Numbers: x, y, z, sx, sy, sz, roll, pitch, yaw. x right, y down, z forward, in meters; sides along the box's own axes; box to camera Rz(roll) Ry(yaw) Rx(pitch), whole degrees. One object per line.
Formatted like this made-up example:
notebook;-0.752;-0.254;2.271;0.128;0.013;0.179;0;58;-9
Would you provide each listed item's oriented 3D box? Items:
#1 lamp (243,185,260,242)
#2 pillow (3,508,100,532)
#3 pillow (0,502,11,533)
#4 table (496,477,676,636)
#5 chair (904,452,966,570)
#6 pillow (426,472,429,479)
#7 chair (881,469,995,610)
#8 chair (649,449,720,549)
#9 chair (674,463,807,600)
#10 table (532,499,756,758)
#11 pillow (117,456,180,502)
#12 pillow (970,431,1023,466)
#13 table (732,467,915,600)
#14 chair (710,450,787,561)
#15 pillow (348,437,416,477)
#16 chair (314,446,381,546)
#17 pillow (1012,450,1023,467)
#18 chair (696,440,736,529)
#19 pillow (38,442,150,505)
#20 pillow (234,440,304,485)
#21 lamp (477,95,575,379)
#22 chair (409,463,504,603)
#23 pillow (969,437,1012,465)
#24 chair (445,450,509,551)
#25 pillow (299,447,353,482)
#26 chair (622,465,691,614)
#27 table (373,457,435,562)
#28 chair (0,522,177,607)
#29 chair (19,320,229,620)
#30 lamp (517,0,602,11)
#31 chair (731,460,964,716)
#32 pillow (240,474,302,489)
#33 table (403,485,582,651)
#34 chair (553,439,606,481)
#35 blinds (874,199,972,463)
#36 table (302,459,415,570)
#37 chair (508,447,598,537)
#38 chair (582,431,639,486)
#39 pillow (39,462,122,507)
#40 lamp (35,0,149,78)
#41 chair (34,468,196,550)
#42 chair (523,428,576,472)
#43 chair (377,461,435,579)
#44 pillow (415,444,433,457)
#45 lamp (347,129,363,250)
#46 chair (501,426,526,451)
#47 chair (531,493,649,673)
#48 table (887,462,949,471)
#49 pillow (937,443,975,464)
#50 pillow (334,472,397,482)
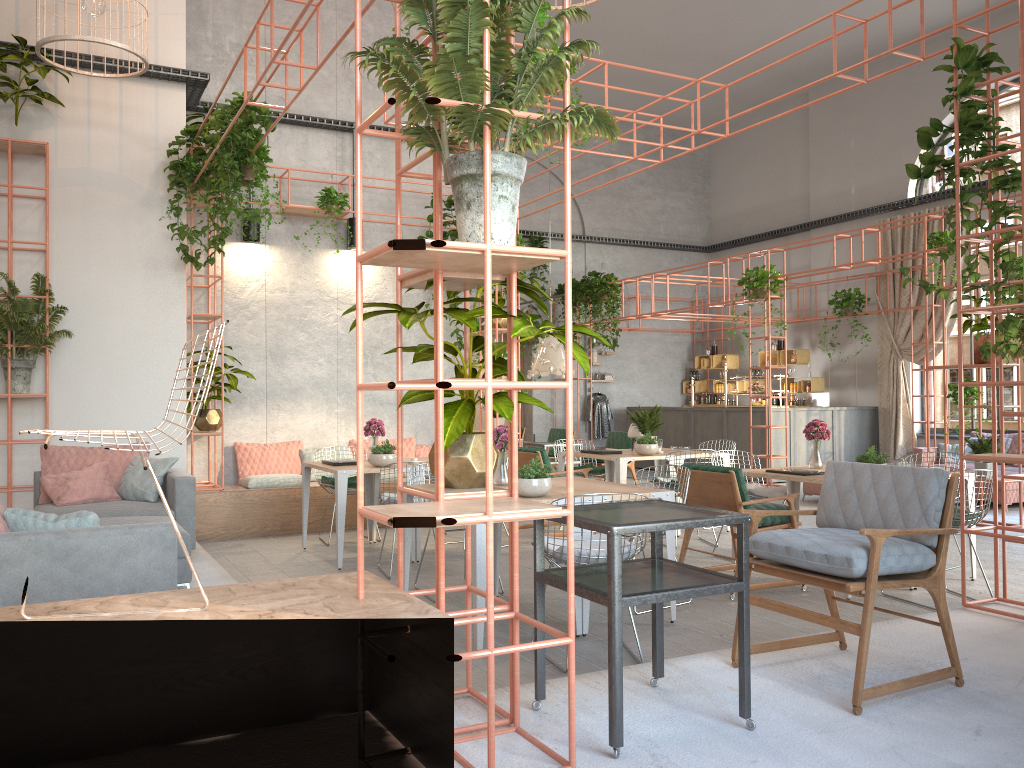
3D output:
lamp;-2.944;-2.329;10.024;0.179;1.425;0.185;0;-1;-27
pillow;-2.167;0.750;4.282;0.499;0.324;0.307;-1;-1;8
pillow;-2.542;0.704;4.355;0.289;0.385;0.666;0;-1;-27
table;0.449;1.100;5.967;0.694;0.830;1.214;0;-1;-27
chair;3.435;1.056;7.474;0.717;0.941;0.565;0;-1;-31
pillow;-0.764;1.065;10.629;0.637;0.149;0.491;0;-1;-26
chair;2.978;1.040;6.189;0.565;0.941;0.717;0;-1;-11
chair;1.687;1.088;8.655;0.565;0.941;0.717;0;-1;-11
chair;1.688;1.061;6.661;0.685;0.917;0.722;0;-1;-27
table;0.488;0.890;3.411;0.635;0.798;0.602;0;-1;-27
pillow;-2.978;0.768;7.163;0.495;0.349;0.308;-1;-1;22
pillow;7.042;0.941;12.977;0.276;0.474;0.839;0;-1;-27
table;2.381;1.113;6.903;0.694;0.830;1.205;0;-1;-27
chair;2.120;1.072;7.835;0.565;0.941;0.717;0;-1;-26
pillow;-1.571;0.884;10.644;0.839;0.474;0.276;0;-1;-7
chair;-1.680;1.119;9.008;0.565;0.941;0.717;0;-1;-26
pillow;7.155;0.994;12.148;0.479;0.317;0.441;-1;-1;44
chair;2.145;1.105;9.940;0.717;0.941;0.565;0;-1;-31
pillow;-3.421;0.727;7.298;0.836;0.476;0.273;0;-1;-27
pillow;-2.730;0.884;10.095;0.839;0.474;0.276;0;-1;-37
lamp;-0.277;-2.066;14.206;0.704;4.052;4.456;0;-1;-27
chair;-0.427;1.071;6.577;0.565;0.941;0.717;0;-1;-26
pillow;6.902;0.973;12.919;0.289;0.385;0.666;0;-1;-27
chair;-0.365;1.104;8.646;0.717;0.941;0.565;0;-1;-31
pillow;-2.148;0.933;10.370;0.666;0.385;0.289;0;-1;-32
chair;0.888;1.056;6.216;0.717;0.941;0.565;0;-1;-31
table;-0.803;1.148;8.399;0.694;0.830;1.214;0;-1;-27
chair;-2.274;0.943;4.414;1.056;0.586;1.127;0;-1;-27
chair;-1.205;0.269;2.611;0.717;0.941;0.565;0;-1;-19
lamp;0.302;-4.591;6.358;0.883;3.476;0.883;-1;-1;25
chair;1.468;0.828;3.908;0.685;0.929;0.722;0;-1;-27
pillow;-2.600;1.064;9.683;0.637;0.149;0.491;0;-1;-26
table;-0.167;1.099;5.645;0.694;0.830;1.205;0;-1;-27
chair;0.829;1.121;10.301;0.565;0.941;0.717;0;-1;-26
blinds;7.470;-0.734;13.284;0.414;4.389;4.957;0;-1;-26
table;-1.420;1.147;8.076;0.694;0.830;1.205;0;-1;-27
chair;0.397;1.110;9.127;0.685;0.917;0.722;0;-1;-27
chair;1.414;1.169;12.977;0.685;0.929;0.722;0;-1;-27
pillow;-3.404;0.787;7.004;0.441;0.317;0.479;-1;-1;44
lamp;-3.631;-4.540;7.695;0.883;3.476;0.883;-1;-1;25
chair;-3.139;1.033;6.980;1.127;0.672;1.052;0;-1;-27
chair;0.603;1.200;14.551;0.685;0.930;0.722;0;-1;-27
chair;-0.823;1.087;7.361;0.565;0.941;0.717;0;-1;-11
pillow;-1.009;0.933;10.958;0.666;0.385;0.289;0;-1;-32
lamp;-1.870;-2.329;10.577;0.179;1.425;0.185;0;-1;-27
chair;-0.191;1.230;16.091;0.685;0.930;0.722;0;-1;-27
chair;0.430;1.039;4.930;0.565;0.941;0.717;0;-1;-11
table;5.632;1.367;12.497;0.520;0.455;0.916;0;-1;-27
pillow;6.527;1.027;12.991;0.500;0.324;0.307;-1;-1;8
pillow;-1.668;1.064;10.163;0.637;0.149;0.491;0;-1;-26
